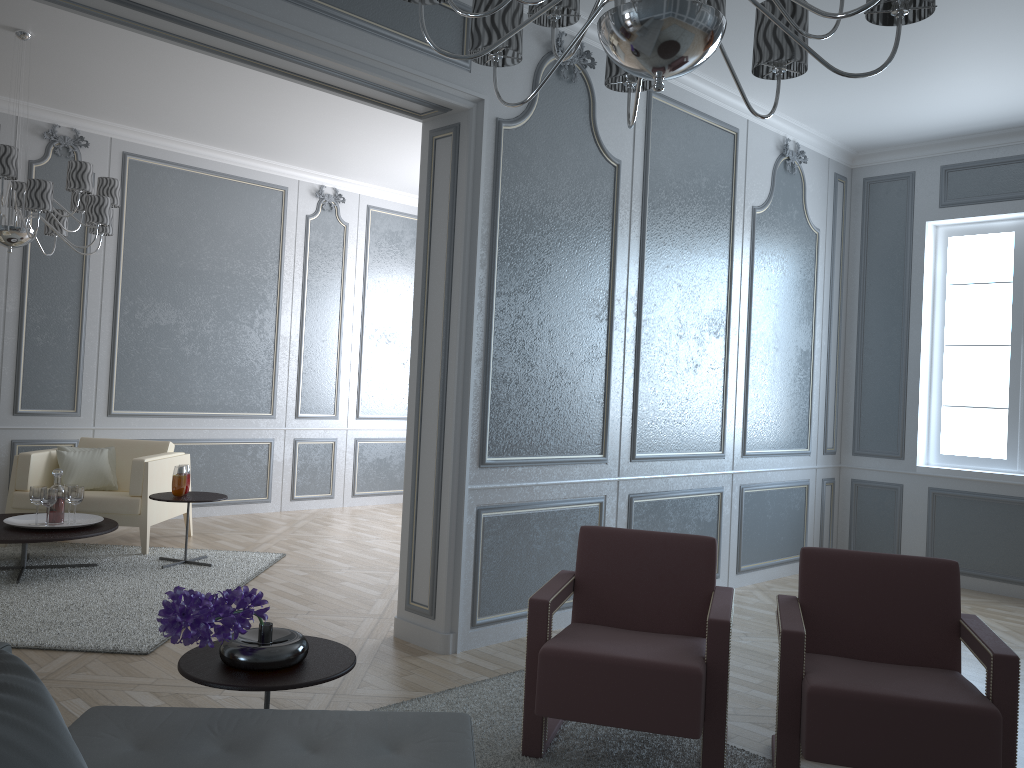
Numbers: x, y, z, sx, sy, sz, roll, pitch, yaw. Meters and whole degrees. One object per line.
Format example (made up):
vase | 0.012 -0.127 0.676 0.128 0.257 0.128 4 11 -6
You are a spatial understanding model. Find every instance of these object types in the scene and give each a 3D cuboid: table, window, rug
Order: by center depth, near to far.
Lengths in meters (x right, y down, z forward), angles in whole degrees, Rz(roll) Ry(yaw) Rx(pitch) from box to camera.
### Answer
rug | 0.450 1.095 1.506 2.017 0.010 3.205 3 0 -45
table | -0.593 0.851 2.130 0.414 0.385 0.414 2 -1 33
rug | -2.368 0.973 4.348 2.000 0.010 1.999 3 0 0
table | -2.531 0.852 4.603 0.882 0.239 0.882 2 -1 43
table | -1.809 0.816 4.938 0.414 0.385 0.414 3 -1 3
window | 3.266 -0.206 5.144 0.349 1.582 1.600 4 -1 -45

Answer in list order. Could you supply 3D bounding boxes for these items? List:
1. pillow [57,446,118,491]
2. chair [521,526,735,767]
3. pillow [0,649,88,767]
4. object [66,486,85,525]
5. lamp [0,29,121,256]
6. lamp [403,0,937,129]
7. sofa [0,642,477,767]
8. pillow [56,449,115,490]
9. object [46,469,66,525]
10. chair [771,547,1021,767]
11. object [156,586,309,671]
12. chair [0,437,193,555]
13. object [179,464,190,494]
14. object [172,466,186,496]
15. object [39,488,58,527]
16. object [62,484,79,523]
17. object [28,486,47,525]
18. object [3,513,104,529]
pillow | -2.651 0.528 5.546 0.351 0.276 0.184 3 -1 -39
chair | 0.360 0.784 2.656 0.576 0.620 0.606 3 -1 15
pillow | -0.578 0.530 1.003 0.253 0.354 0.422 3 -1 -7
object | -2.307 0.642 4.684 0.080 0.196 0.080 2 -1 28
lamp | -2.497 -1.215 4.459 0.976 1.120 0.976 2 -1 34
lamp | 0.291 -1.094 1.634 0.976 1.120 0.976 2 -1 34
sofa | -0.394 0.712 0.791 0.810 0.668 2.204 3 0 -5
pillow | -2.626 0.528 5.461 0.163 0.245 0.311 2 -1 40
object | -2.396 0.591 4.664 0.086 0.290 0.086 3 -1 -24
chair | 1.027 0.815 2.441 0.576 0.620 0.606 3 -1 15
object | -0.616 0.546 2.017 0.206 0.221 0.425 3 -1 15
chair | -2.517 0.666 5.482 0.855 0.621 0.737 3 -1 0
object | -1.854 0.539 5.000 0.075 0.166 0.075 3 -1 4
object | -1.844 0.539 4.914 0.075 0.166 0.075 2 -1 34
object | -2.391 0.637 4.572 0.080 0.196 0.080 4 -2 -42
object | -2.367 0.639 4.743 0.080 0.196 0.080 2 -1 28
object | -2.474 0.634 4.623 0.080 0.196 0.080 2 -1 28
object | -2.399 0.725 4.650 0.468 0.028 0.468 3 0 -32
